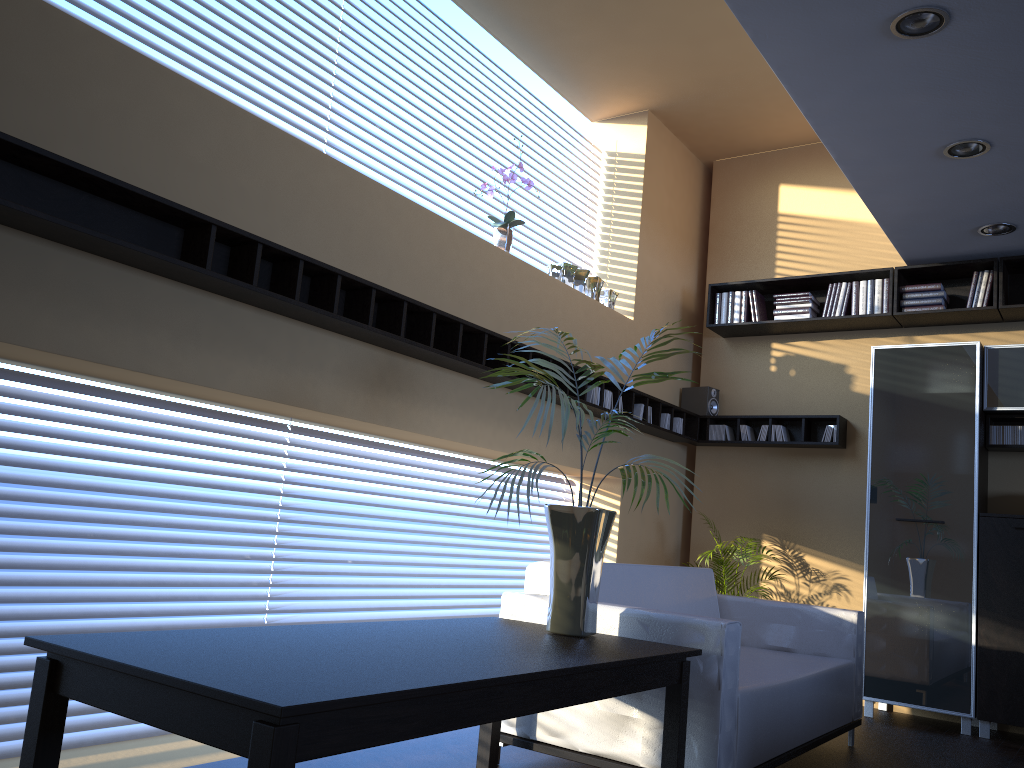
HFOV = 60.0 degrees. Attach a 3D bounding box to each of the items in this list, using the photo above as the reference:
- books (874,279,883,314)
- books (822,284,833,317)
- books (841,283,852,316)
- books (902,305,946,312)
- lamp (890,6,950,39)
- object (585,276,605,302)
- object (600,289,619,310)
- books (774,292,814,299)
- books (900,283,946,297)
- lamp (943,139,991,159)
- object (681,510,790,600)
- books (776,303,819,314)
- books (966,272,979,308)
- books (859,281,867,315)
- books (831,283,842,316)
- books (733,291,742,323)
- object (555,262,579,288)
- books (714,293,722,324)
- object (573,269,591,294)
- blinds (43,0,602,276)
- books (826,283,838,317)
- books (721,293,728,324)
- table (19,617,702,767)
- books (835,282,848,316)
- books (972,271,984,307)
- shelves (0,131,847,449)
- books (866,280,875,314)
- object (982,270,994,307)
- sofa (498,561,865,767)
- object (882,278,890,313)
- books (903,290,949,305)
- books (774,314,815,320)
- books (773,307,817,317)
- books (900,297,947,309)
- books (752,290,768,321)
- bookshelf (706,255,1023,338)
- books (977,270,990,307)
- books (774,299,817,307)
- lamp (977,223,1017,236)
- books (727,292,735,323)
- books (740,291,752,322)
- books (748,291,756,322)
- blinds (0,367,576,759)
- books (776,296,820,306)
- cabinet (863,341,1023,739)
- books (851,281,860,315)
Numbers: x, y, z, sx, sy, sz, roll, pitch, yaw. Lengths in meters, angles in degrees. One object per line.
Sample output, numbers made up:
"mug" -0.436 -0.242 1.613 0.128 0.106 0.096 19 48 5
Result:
"books" 2.591 -0.581 6.217 0.050 0.257 0.208 -1 -10 35
"books" 2.310 -0.572 6.422 0.075 0.258 0.208 -1 -10 35
"books" 2.420 -0.573 6.356 0.075 0.258 0.208 -1 -10 34
"books" 2.818 -0.484 6.045 0.258 0.050 0.208 -1 -12 34
"lamp" 1.574 -1.433 3.420 0.209 0.096 0.209 4 -9 5
"object" 0.544 -0.630 6.045 0.137 0.173 0.145 1 -10 25
"object" 0.671 -0.575 6.227 0.117 0.148 0.124 -1 -11 35
"books" 2.105 -0.636 6.586 0.258 0.028 0.208 -2 -12 35
"books" 2.816 -0.634 6.079 0.258 0.050 0.208 -1 -12 34
"lamp" 2.255 -1.206 4.395 0.209 0.096 0.209 2 -10 17
"object" 1.542 1.520 6.179 0.842 1.236 0.691 8 -9 -21
"books" 2.117 -0.551 6.568 0.258 0.028 0.208 -2 -12 35
"books" 3.073 -0.593 5.894 0.075 0.258 0.208 -1 -10 35
"books" 2.510 -0.578 6.282 0.050 0.257 0.208 -1 -10 35
"books" 2.358 -0.575 6.379 0.075 0.258 0.208 -1 -10 35
"books" 1.761 -0.557 6.802 0.050 0.257 0.208 -1 -10 35
"object" 0.341 -0.691 5.754 0.133 0.159 0.126 11 -11 -34
"books" 1.633 -0.553 6.891 0.050 0.257 0.208 -1 -10 35
"object" 0.440 -0.664 5.902 0.137 0.173 0.145 6 -9 -4
"blinds" -0.903 -1.673 4.483 0.039 1.455 5.411 -1 -11 35
"books" 2.333 -0.574 6.398 0.075 0.258 0.208 -1 -10 34
"books" 1.677 -0.554 6.864 0.050 0.257 0.208 0 -10 34
"table" -0.266 1.055 2.545 0.898 0.600 1.902 -1 -11 35
"books" 2.385 -0.575 6.362 0.075 0.258 0.208 -1 -10 34
"books" 3.102 -0.593 5.879 0.075 0.258 0.208 -1 -10 34
"shelves" 0.035 -0.247 4.079 1.249 0.212 6.647 -2 -12 35
"books" 2.548 -0.580 6.246 0.050 0.257 0.208 -1 -11 35
"object" 3.149 -0.595 5.837 0.075 0.258 0.208 -1 -10 35
"sofa" 0.898 1.319 4.222 1.014 0.845 2.064 -1 -11 35
"object" 2.635 -0.582 6.189 0.050 0.257 0.208 -1 -10 34
"books" 2.832 -0.583 6.062 0.258 0.050 0.208 -2 -12 35
"books" 2.097 -0.464 6.543 0.258 0.050 0.208 -2 -12 35
"books" 2.096 -0.513 6.561 0.258 0.050 0.208 -1 -12 34
"books" 2.811 -0.535 6.054 0.258 0.050 0.208 -1 -12 34
"books" 1.881 -0.561 6.717 0.075 0.258 0.208 0 -10 34
"bookshelf" 3.701 -0.626 5.477 5.125 0.339 0.363 -2 -11 35
"books" 3.120 -0.596 5.850 0.075 0.258 0.208 0 -10 34
"books" 2.100 -0.583 6.562 0.258 0.028 0.208 -2 -12 35
"lamp" 2.937 -0.978 5.371 0.208 0.096 0.209 12 -12 -36
"books" 1.714 -0.557 6.825 0.050 0.257 0.208 0 -10 34
"books" 1.804 -0.558 6.773 0.050 0.257 0.208 0 -10 34
"books" 1.858 -0.559 6.739 0.075 0.258 0.208 0 -10 34
"blinds" -1.133 0.858 4.118 0.047 1.362 5.411 -1 -11 35
"books" 2.121 -0.608 6.571 0.258 0.028 0.208 -1 -12 34
"cabinet" 4.021 0.921 4.851 3.877 2.390 0.492 -1 -10 35
"books" 2.467 -0.576 6.312 0.050 0.257 0.208 -1 -11 35
